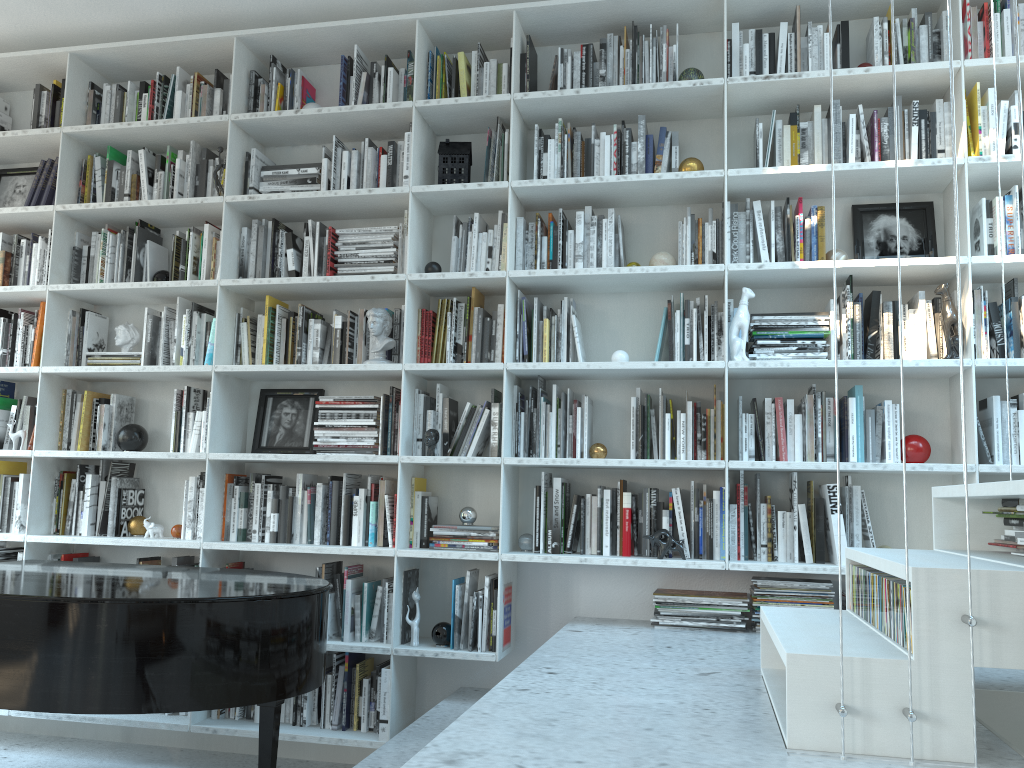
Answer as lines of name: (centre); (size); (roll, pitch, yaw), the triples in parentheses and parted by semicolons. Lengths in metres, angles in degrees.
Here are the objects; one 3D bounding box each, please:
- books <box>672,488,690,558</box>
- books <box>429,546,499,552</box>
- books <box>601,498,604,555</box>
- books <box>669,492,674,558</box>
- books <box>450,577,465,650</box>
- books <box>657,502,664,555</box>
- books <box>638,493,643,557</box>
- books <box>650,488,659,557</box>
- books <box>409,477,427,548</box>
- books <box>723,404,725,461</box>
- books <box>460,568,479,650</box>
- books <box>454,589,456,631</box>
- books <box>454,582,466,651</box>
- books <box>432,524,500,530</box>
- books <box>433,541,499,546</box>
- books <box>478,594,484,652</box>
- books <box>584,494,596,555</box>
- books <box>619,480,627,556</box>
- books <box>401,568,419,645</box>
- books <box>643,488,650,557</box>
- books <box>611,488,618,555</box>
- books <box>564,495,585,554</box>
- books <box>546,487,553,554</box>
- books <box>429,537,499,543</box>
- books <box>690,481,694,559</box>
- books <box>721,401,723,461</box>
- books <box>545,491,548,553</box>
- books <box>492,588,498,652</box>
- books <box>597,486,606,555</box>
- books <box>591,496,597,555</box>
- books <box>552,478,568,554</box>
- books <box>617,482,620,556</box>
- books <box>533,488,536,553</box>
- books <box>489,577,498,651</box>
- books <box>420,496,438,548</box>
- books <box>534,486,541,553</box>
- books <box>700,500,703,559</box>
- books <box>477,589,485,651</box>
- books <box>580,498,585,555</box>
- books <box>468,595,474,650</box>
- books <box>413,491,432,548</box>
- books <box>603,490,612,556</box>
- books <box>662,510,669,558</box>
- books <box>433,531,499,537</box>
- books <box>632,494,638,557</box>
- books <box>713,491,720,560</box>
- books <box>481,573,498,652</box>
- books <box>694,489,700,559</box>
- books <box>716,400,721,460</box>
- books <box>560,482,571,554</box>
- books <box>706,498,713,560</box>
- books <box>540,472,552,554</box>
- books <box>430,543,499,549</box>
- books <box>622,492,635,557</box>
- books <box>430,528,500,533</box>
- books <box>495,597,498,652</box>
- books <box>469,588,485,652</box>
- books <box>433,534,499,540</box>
books: (0.658, 0.538, 3.440); (0.070, 0.266, 0.186); (0, -7, 12)
books: (-0.171, 0.660, 3.556); (0.285, 0.012, 0.159); (-1, -8, 15)
books: (0.368, 0.563, 3.514); (0.012, 0.221, 0.153); (0, -7, 12)
books: (0.621, 0.547, 3.453); (0.012, 0.248, 0.165); (0, -7, 12)
books: (-0.214, 0.900, 3.498); (0.005, 0.263, 0.162); (0, -7, 12)
books: (0.581, 0.567, 3.463); (0.022, 0.210, 0.136); (0, -7, 12)
books: (0.512, 0.552, 3.488); (0.021, 0.242, 0.131); (0, -7, 12)
books: (0.558, 0.541, 3.470); (0.026, 0.262, 0.169); (0, -7, 12)
books: (-0.390, 0.534, 3.685); (0.012, 0.284, 0.159); (0, -7, 12)
books: (0.826, 0.197, 3.464); (0.009, 0.223, 0.146); (0, -7, 12)
books: (-0.167, 0.883, 3.500); (0.032, 0.300, 0.149); (0, -7, 12)
books: (-0.204, 0.919, 3.503); (0.012, 0.228, 0.129); (0, -7, 12)
books: (-0.194, 0.908, 3.484); (0.014, 0.245, 0.176); (0, -7, 12)
books: (-0.170, 0.575, 3.561); (0.254, 0.012, 0.161); (-1, -8, 21)
books: (-0.169, 0.636, 3.560); (0.254, 0.012, 0.161); (-1, -8, 18)
books: (-0.103, 0.923, 3.454); (0.011, 0.211, 0.178); (0, -7, 12)
books: (0.311, 0.556, 3.529); (0.029, 0.234, 0.142); (0, -7, 12)
books: (0.437, 0.524, 3.484); (0.012, 0.292, 0.175); (0, -7, 12)
books: (-0.411, 0.896, 3.586); (0.012, 0.284, 0.159); (0, -7, 12)
books: (0.531, 0.540, 3.469); (0.026, 0.262, 0.173); (0, -7, 12)
books: (0.410, 0.545, 3.524); (0.016, 0.260, 0.098); (0, -7, 12)
books: (0.252, 0.557, 3.530); (0.065, 0.231, 0.162); (0, -7, 12)
books: (0.167, 0.543, 3.536); (0.023, 0.256, 0.178); (0, -7, 12)
books: (-0.170, 0.624, 3.560); (0.285, 0.012, 0.159); (-1, -8, 15)
books: (0.700, 0.525, 3.442); (0.013, 0.293, 0.135); (0, -7, 12)
books: (0.821, 0.192, 3.474); (0.007, 0.235, 0.132); (0, -7, 12)
books: (0.153, 0.554, 3.563); (0.015, 0.240, 0.153); (0, -7, 12)
books: (-0.052, 0.915, 3.459); (0.013, 0.233, 0.149); (0, -7, 12)
books: (0.354, 0.539, 3.514); (0.014, 0.267, 0.172); (0, -7, 12)
books: (0.336, 0.559, 3.519); (0.024, 0.228, 0.160); (0, -7, 12)
books: (0.193, 0.524, 3.531); (0.030, 0.294, 0.189); (0, -7, 12)
books: (0.430, 0.531, 3.507); (0.012, 0.284, 0.159); (0, -7, 12)
books: (0.107, 0.547, 3.567); (0.012, 0.253, 0.161); (0, -7, 12)
books: (-0.062, 0.898, 3.478); (0.015, 0.270, 0.158); (0, -7, 12)
books: (-0.343, 0.571, 3.673); (0.030, 0.210, 0.136); (0, -7, 12)
books: (0.120, 0.540, 3.545); (0.023, 0.262, 0.187); (0, -7, 12)
books: (0.730, 0.560, 3.420); (0.013, 0.219, 0.168); (0, -7, 12)
books: (-0.110, 0.919, 3.474); (0.012, 0.225, 0.149); (0, -7, 12)
books: (0.289, 0.564, 3.522); (0.011, 0.217, 0.176); (0, -7, 12)
books: (-0.146, 0.932, 3.488); (0.013, 0.202, 0.139); (0, -7, 12)
books: (-0.372, 0.562, 3.677); (0.027, 0.228, 0.141); (0, -7, 12)
books: (0.383, 0.545, 3.496); (0.025, 0.252, 0.181); (0, -7, 12)
books: (0.602, 0.581, 3.450); (0.025, 0.181, 0.169); (0, -7, 12)
books: (-0.171, 0.599, 3.557); (0.254, 0.012, 0.161); (0, -8, 12)
books: (0.488, 0.554, 3.487); (0.025, 0.237, 0.156); (0, -7, 12)
books: (0.786, 0.541, 3.411); (0.026, 0.257, 0.157); (0, -7, 12)
books: (-0.084, 0.888, 3.462); (0.021, 0.284, 0.172); (0, -7, 12)
books: (0.717, 0.540, 3.438); (0.021, 0.264, 0.150); (0, -7, 12)
books: (0.807, 0.189, 3.473); (0.019, 0.240, 0.134); (0, -7, 12)
books: (0.214, 0.534, 3.535); (0.010, 0.276, 0.174); (0, -7, 12)
books: (0.760, 0.555, 3.408); (0.025, 0.227, 0.176); (0, -7, 12)
books: (0.137, 0.513, 3.545); (0.010, 0.316, 0.187); (0, -7, 12)
books: (-0.169, 0.649, 3.562); (0.285, 0.012, 0.159); (-1, -8, 17)
books: (0.458, 0.549, 3.479); (0.031, 0.243, 0.185); (0, -7, 12)
books: (-0.168, 0.588, 3.566); (0.285, 0.012, 0.159); (-1, -8, 16)
books: (-0.038, 0.930, 3.467); (0.012, 0.205, 0.161); (0, -7, 12)
books: (-0.132, 0.917, 3.462); (0.026, 0.224, 0.175); (0, -7, 12)
books: (-0.168, 0.613, 3.565); (0.254, 0.012, 0.161); (-1, -8, 17)
